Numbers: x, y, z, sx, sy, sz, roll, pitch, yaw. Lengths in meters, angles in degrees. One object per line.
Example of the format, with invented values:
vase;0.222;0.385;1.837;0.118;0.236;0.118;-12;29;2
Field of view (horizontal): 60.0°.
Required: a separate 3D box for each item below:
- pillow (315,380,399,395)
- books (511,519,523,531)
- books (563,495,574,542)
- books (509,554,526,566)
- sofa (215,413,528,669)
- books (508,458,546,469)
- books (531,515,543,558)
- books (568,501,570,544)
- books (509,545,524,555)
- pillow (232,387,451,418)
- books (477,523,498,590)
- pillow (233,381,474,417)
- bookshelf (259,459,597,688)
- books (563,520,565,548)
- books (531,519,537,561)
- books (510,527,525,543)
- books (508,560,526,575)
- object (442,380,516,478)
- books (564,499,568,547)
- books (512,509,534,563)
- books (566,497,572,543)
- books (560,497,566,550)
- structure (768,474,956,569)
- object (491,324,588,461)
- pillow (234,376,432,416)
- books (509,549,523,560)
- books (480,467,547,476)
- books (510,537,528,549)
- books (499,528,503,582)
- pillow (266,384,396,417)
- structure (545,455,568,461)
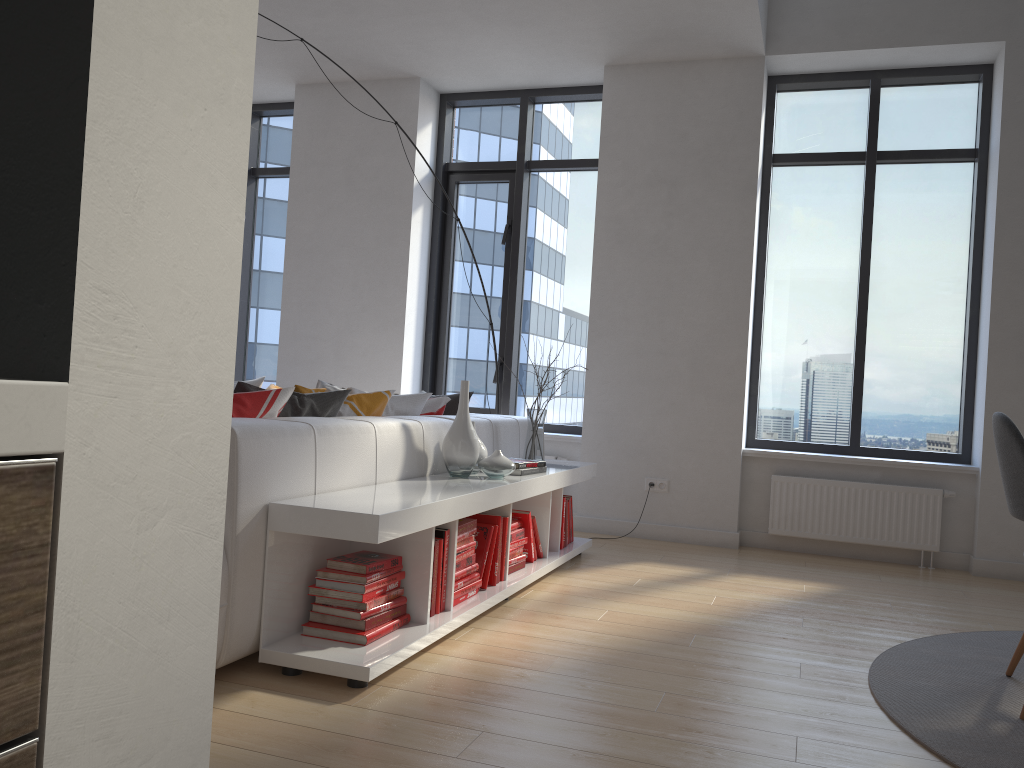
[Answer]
pillow;-1.134;0.187;3.805;0.647;0.453;2.953;3;-1;7
books;-0.106;0.623;3.914;0.227;0.032;0.301;3;-1;19
books;0.230;0.714;4.753;0.198;0.255;0.116;3;-1;19
books;-0.076;0.768;3.890;0.187;0.026;0.266;3;-1;24
sofa;-1.610;0.433;3.965;2.614;0.732;3.424;3;-1;19
books;0.014;0.361;4.038;0.188;0.027;0.238;3;-1;32
books;0.039;0.715;4.186;0.188;0.223;0.186;3;-1;19
books;0.216;0.724;4.680;0.178;0.233;0.083;3;-1;19
books;-0.069;0.719;3.898;0.178;0.023;0.236;3;-1;19
pillow;-0.792;0.239;3.789;0.575;0.449;2.250;3;-1;16
books;-0.168;0.682;3.549;0.192;0.245;0.115;3;-1;19
pillow;-0.692;0.221;4.101;0.608;0.436;2.120;3;-1;15
bookshelf;-0.131;0.639;3.729;0.356;0.500;2.600;3;-1;19
books;0.184;0.708;4.561;0.185;0.262;0.056;3;-1;19
books;0.022;0.708;4.133;0.171;0.232;0.148;3;-1;20
books;-0.083;0.660;3.912;0.206;0.039;0.279;3;-1;18
books;-0.083;0.797;3.902;0.206;0.034;0.259;3;-1;22
object;-0.169;0.187;3.721;0.319;0.398;0.316;3;-1;43
books;0.187;0.712;4.597;0.199;0.252;0.076;3;-1;19
books;0.001;0.697;4.090;0.192;0.248;0.134;3;-1;19
books;0.223;0.717;4.720;0.187;0.249;0.119;3;-1;19
books;0.172;0.702;4.532;0.198;0.268;0.050;3;-1;19
structure;2.045;0.808;5.237;1.015;0.460;0.110;3;-1;19
object;0.192;0.043;4.509;0.406;0.744;0.607;4;-1;-31
pillow;-1.307;0.187;4.732;2.156;0.456;0.580;3;-1;45
books;-0.077;0.742;3.903;0.182;0.025;0.257;3;-1;19
books;-0.011;0.386;4.046;0.245;0.026;0.300;3;-1;24
books;-0.069;0.694;3.909;0.191;0.027;0.261;3;-1;23
books;-0.132;0.678;3.676;0.188;0.266;0.028;3;-1;19
pillow;-1.135;0.213;4.464;0.630;0.440;2.095;4;-1;-24
structure;-0.128;0.681;5.979;1.015;0.460;0.110;3;-1;19
